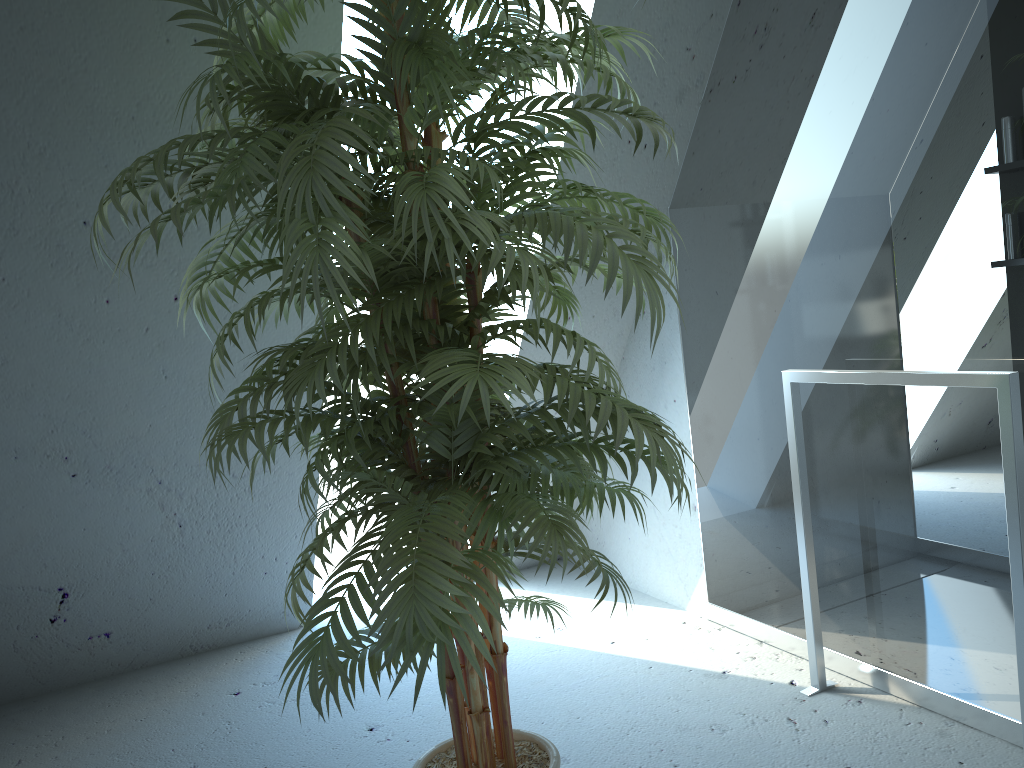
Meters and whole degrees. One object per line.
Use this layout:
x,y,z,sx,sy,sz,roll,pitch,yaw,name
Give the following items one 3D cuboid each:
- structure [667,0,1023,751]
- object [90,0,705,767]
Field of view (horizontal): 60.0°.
1.313,-0.298,2.243,1.184,2.114,1.835,-9,5,-26,structure
-0.144,-0.036,1.621,1.020,2.034,0.980,-5,5,23,object
